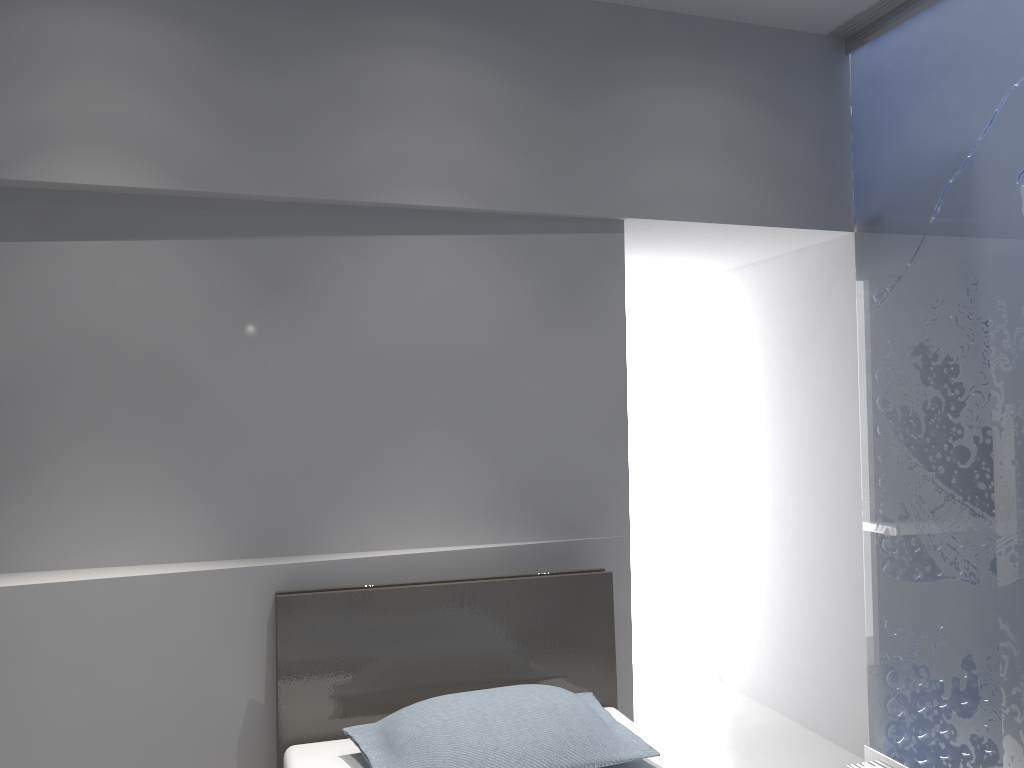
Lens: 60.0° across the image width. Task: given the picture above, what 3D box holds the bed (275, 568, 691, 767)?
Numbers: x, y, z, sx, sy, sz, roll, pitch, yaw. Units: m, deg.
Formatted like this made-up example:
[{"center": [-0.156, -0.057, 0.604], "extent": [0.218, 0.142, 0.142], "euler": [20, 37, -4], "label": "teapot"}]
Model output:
[{"center": [0.118, 0.935, 1.605], "extent": [1.411, 0.752, 2.319], "euler": [0, -2, -17], "label": "bed"}]

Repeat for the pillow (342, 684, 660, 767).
[{"center": [-0.031, 0.904, 2.311], "extent": [0.746, 0.173, 0.417], "euler": [0, -2, -22], "label": "pillow"}]
